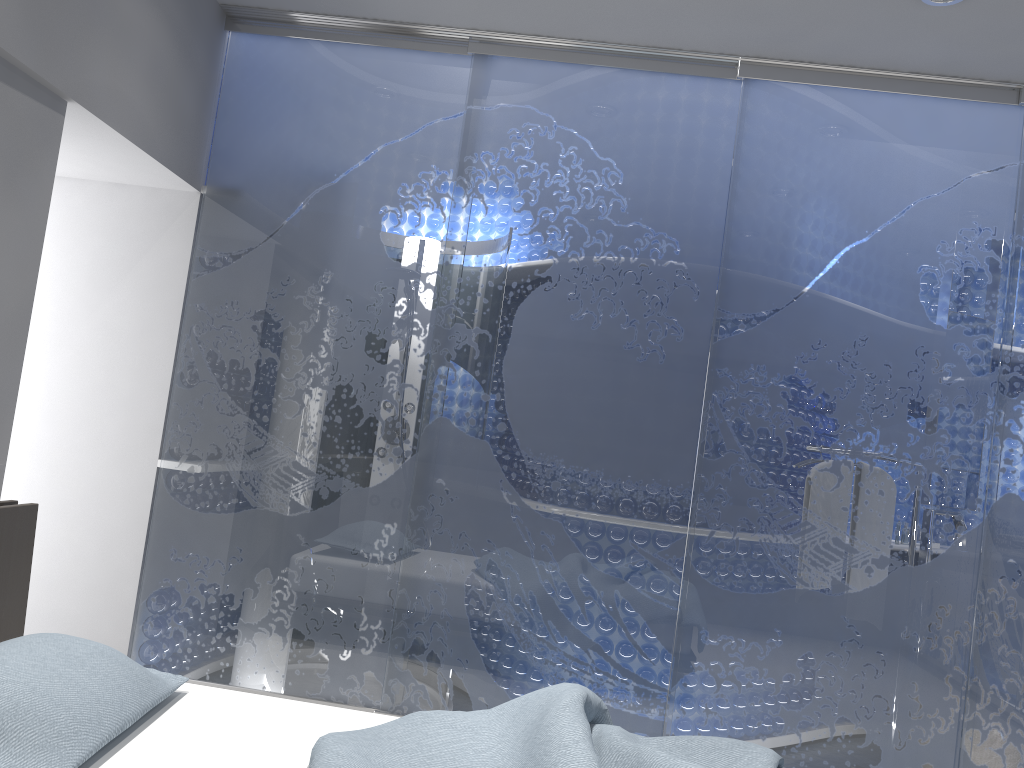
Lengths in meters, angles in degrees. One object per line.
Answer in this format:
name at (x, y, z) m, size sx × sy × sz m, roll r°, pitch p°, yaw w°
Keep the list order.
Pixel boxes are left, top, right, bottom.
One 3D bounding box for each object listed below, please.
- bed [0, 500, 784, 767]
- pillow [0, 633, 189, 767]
bed at (-0.318, 0.799, 1.779) m, size 2.319 × 0.752 × 1.411 m, roll 7°, pitch -4°, yaw 4°
pillow at (-1.014, 0.656, 1.903) m, size 0.417 × 0.173 × 0.746 m, roll 8°, pitch -4°, yaw 0°
